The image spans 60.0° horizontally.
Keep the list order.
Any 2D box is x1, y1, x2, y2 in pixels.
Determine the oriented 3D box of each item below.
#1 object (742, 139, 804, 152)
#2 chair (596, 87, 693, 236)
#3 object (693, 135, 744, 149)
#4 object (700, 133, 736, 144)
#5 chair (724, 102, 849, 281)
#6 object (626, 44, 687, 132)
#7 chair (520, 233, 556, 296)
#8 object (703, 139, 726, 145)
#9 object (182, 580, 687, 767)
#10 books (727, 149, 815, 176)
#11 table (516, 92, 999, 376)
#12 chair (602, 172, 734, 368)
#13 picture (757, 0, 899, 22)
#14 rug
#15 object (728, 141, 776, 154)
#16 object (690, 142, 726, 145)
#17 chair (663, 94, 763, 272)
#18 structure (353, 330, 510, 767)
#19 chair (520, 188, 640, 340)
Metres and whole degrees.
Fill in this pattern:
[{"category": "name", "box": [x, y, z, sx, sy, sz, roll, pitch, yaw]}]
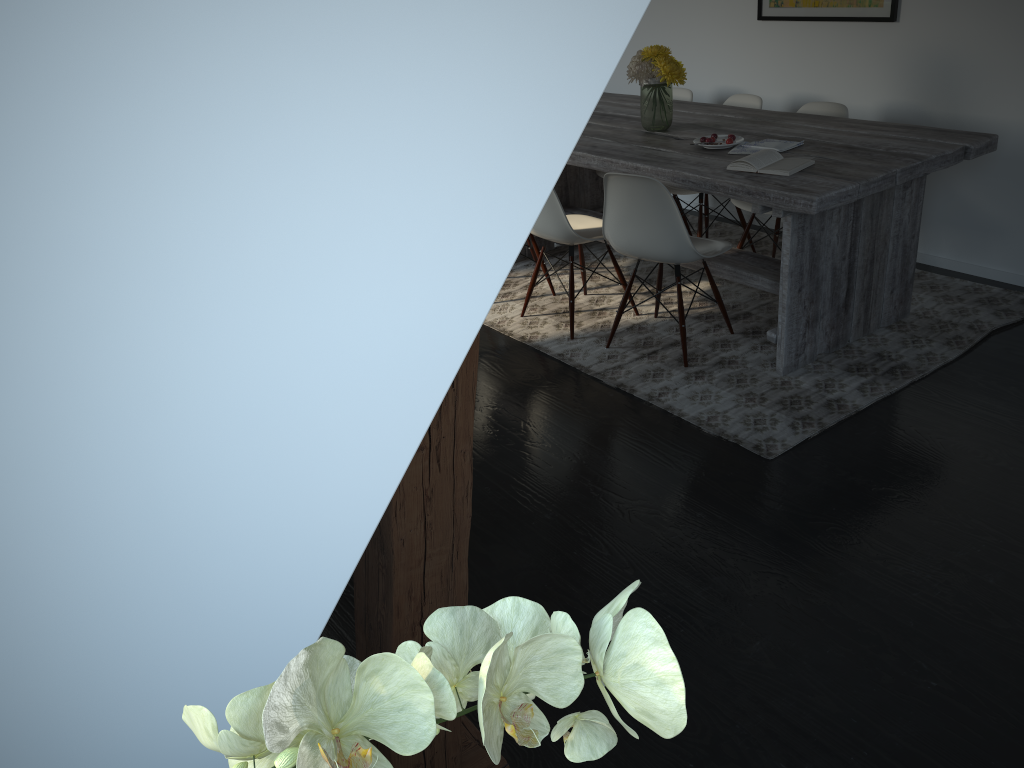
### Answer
[{"category": "object", "box": [1.052, -0.966, 3.572, 0.182, 0.016, 0.179, -25, 32, -34]}, {"category": "chair", "box": [0.762, -1.223, 5.031, 0.542, 0.801, 0.465, -21, 30, -29]}, {"category": "object", "box": [0.854, -0.998, 3.667, 0.205, 0.024, 0.205, -27, 33, -36]}, {"category": "object", "box": [0.858, -1.016, 3.676, 0.144, 0.034, 0.132, 8, 29, 25]}, {"category": "chair", "box": [1.340, -0.900, 4.269, 0.542, 0.801, 0.465, -24, 32, -33]}, {"category": "object", "box": [0.650, -1.331, 3.989, 0.293, 0.365, 0.233, 8, 29, 24]}, {"category": "chair", "box": [-0.076, -0.848, 4.433, 0.542, 0.801, 0.465, -9, 26, -7]}, {"category": "object", "box": [0.841, -0.995, 3.656, 0.110, 0.011, 0.058, -19, 30, -26]}, {"category": "object", "box": [-0.063, 0.290, 0.374, 0.309, 0.461, 0.131, -12, 27, -13]}, {"category": "books", "box": [0.957, -0.824, 3.279, 0.251, 0.042, 0.202, 18, 35, 39]}, {"category": "table", "box": [0.781, -0.824, 4.239, 1.141, 0.788, 2.421, -22, 31, -30]}, {"category": "chair", "box": [0.634, -0.528, 3.654, 0.465, 0.801, 0.542, 17, 34, 37]}, {"category": "picture", "box": [1.506, -2.350, 4.194, 0.036, 1.181, 0.808, -22, 31, -30]}, {"category": "rug", "box": [0.834, -0.478, 4.401, 1.898, 0.022, 2.677, -22, 31, -30]}, {"category": "object", "box": [0.976, -0.943, 3.543, 0.185, 0.014, 0.182, 9, 30, 27]}, {"category": "object", "box": [0.813, -0.987, 3.631, 0.194, 0.022, 0.019, -14, 27, -16]}, {"category": "chair", "box": [1.037, -1.073, 4.676, 0.542, 0.801, 0.465, -18, 29, -24]}, {"category": "structure", "box": [-0.547, 0.015, 1.504, 1.023, 1.963, 12.350, -22, 31, -30]}, {"category": "chair", "box": [0.258, -0.664, 3.999, 0.542, 0.801, 0.465, -21, 30, -29]}]
